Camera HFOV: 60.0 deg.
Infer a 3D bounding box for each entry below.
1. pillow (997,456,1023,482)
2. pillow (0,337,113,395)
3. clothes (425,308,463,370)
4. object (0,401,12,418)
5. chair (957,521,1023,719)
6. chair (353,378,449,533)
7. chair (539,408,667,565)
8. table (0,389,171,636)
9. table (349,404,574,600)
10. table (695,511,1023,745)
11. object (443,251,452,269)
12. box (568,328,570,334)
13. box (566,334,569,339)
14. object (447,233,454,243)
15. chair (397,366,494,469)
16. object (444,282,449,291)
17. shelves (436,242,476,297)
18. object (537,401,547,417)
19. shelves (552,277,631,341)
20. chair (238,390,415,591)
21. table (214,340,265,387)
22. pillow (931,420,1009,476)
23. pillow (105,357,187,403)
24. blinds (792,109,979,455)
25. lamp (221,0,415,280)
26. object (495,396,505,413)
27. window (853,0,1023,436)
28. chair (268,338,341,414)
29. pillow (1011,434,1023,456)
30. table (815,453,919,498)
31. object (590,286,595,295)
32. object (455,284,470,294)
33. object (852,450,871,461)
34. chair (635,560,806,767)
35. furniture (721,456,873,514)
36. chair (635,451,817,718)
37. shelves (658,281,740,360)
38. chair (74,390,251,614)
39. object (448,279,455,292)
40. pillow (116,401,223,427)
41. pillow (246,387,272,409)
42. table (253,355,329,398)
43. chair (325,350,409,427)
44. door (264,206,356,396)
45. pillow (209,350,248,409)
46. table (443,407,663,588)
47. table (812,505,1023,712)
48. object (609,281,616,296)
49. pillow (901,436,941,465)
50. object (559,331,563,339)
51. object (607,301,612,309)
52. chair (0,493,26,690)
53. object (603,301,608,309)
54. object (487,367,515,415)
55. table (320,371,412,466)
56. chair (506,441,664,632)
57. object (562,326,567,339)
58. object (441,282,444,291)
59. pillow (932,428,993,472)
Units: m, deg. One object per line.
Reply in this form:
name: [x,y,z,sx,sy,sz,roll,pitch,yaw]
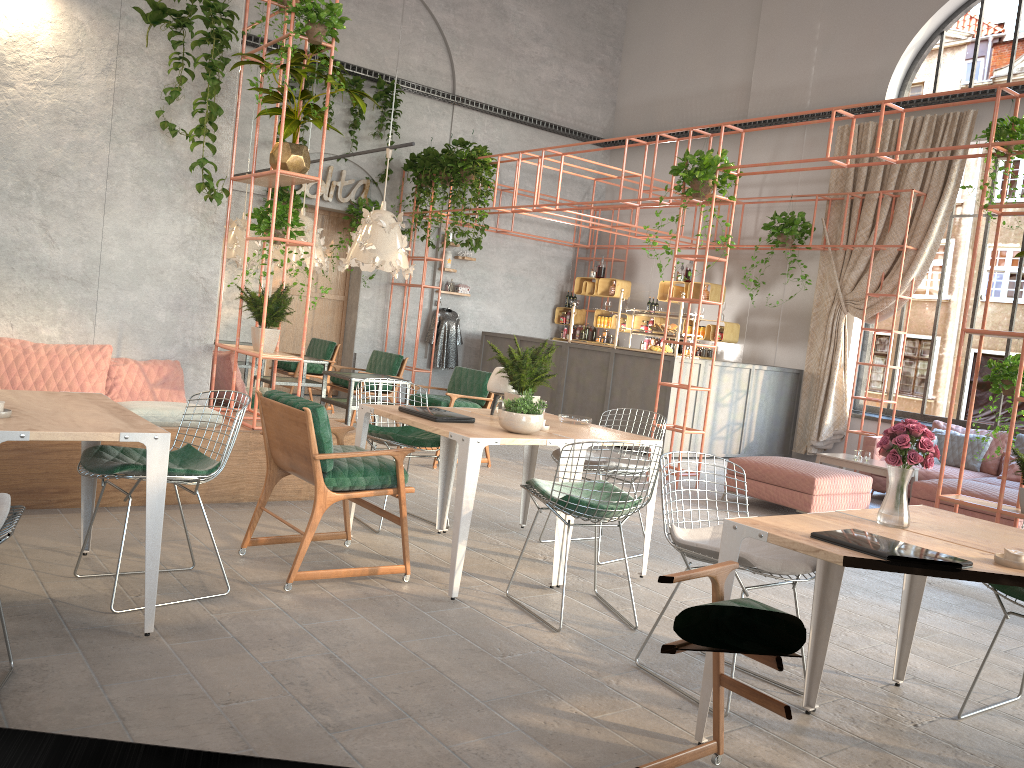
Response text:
pillow: [5.158,0.834,8.875,0.479,0.317,0.441,9,5,34]
pillow: [-3.121,-0.060,5.862,0.839,0.474,0.276,5,4,-17]
clothes: [-1.039,-0.685,13.887,0.366,0.997,0.625,9,5,33]
object: [-2.011,0.090,3.451,0.115,0.078,0.115,4,5,-32]
chair: [2.278,0.978,3.644,0.717,0.941,0.565,3,5,-41]
chair: [-0.745,0.468,5.966,0.565,0.941,0.717,4,5,-36]
chair: [0.604,0.632,5.841,0.717,0.941,0.565,3,5,-41]
table: [-2.032,0.515,3.816,0.694,0.830,1.214,4,5,-37]
table: [-0.340,0.620,5.100,0.694,0.830,1.205,4,5,-37]
table: [1.333,0.979,2.904,0.694,0.830,1.205,4,5,-37]
object: [-1.000,-1.957,13.732,0.136,0.336,0.145,5,4,-23]
box: [1.004,-0.885,14.903,0.058,0.093,0.122,5,4,-26]
box: [0.963,-0.795,14.883,0.058,0.093,0.122,4,5,-37]
object: [-0.966,-2.258,13.701,0.133,0.145,0.133,8,4,14]
chair: [-0.617,0.302,8.698,0.685,0.929,0.722,4,5,-37]
object: [-1.013,-1.516,13.784,0.063,0.151,0.063,10,5,39]
shelves: [-0.862,-1.787,13.846,0.560,0.790,0.186,4,5,-37]
object: [0.164,0.163,5.568,0.095,0.119,0.095,6,4,-13]
shelves: [1.359,-0.808,14.558,0.328,1.838,1.750,4,5,-37]
chair: [-0.973,0.532,4.738,0.685,0.917,0.722,4,5,-37]
table: [-3.463,-0.113,10.929,0.635,0.798,0.602,4,5,-37]
pillow: [4.918,0.684,9.664,0.276,0.474,0.839,4,5,-37]
pillow: [-2.628,0.016,6.272,0.666,0.385,0.289,3,5,-42]
blinds: [5.495,-0.958,9.901,0.414,4.389,4.957,4,5,-36]
lamp: [-2.074,-3.206,9.337,0.704,4.052,4.456,4,5,-37]
object: [0.011,0.122,5.715,0.210,0.154,0.165,10,5,42]
window: [6.123,-2.144,10.042,0.089,5.538,4.127,4,5,-37]
chair: [-2.707,-0.133,11.476,0.685,0.930,0.722,4,5,-37]
pillow: [5.449,0.798,8.939,0.273,0.476,0.836,4,5,-37]
table: [3.564,1.002,8.982,0.520,0.455,0.916,4,5,-37]
object: [1.349,-1.521,14.513,0.123,0.142,0.141,4,5,-37]
object: [-0.780,-1.496,13.973,0.219,0.149,0.129,4,5,-37]
object: [3.505,0.747,8.968,0.199,0.145,0.156,5,4,-23]
chair: [0.701,0.878,2.540,0.685,0.917,0.722,4,5,-37]
furniture: [2.648,0.950,8.235,0.941,0.446,0.976,4,5,-37]
chair: [0.930,0.814,3.769,0.565,0.941,0.717,4,5,-36]
shelves: [2.504,-0.569,13.036,0.328,1.838,1.750,4,5,-37]
chair: [-1.639,0.493,4.132,0.717,0.941,0.565,3,5,-41]
object: [-0.947,-1.539,13.841,0.081,0.204,0.081,4,5,-37]
pillow: [-2.351,0.207,6.004,0.637,0.149,0.491,4,5,-36]
pillow: [-2.156,0.121,7.549,0.491,0.149,0.637,4,5,-36]
table: [-2.417,0.104,9.537,0.635,0.798,0.602,4,5,-37]
chair: [-1.673,0.082,10.102,0.685,0.930,0.722,4,5,-37]
door: [-3.200,-1.243,13.215,1.360,2.729,0.551,4,5,-37]
pillow: [-2.407,-0.070,7.195,0.839,0.474,0.276,10,5,43]
table: [0.211,0.653,5.525,0.694,0.830,1.214,4,5,-37]
table: [1.884,1.012,3.329,0.694,0.830,1.214,4,5,-37]
object: [1.631,-1.529,14.246,0.137,0.261,0.137,6,4,-1]
pillow: [4.401,0.712,9.595,0.500,0.324,0.307,6,4,-2]
object: [0.850,-0.838,15.049,0.073,0.131,0.073,6,4,-12]
object: [1.560,-1.239,14.184,0.083,0.159,0.083,4,5,-28]
chair: [-1.874,0.560,2.790,0.565,0.941,0.717,5,4,-21]
object: [1.506,-1.250,14.256,0.083,0.159,0.083,4,5,-28]
object: [-0.040,0.055,5.566,0.241,0.313,0.241,7,4,8]
table: [-1.370,0.322,8.146,0.635,0.798,0.602,4,5,-37]
chair: [0.369,0.698,4.498,0.565,0.941,0.717,5,4,-21]
object: [0.897,-0.867,14.971,0.070,0.209,0.070,10,5,43]
object: [-1.077,-1.528,13.761,0.055,0.164,0.092,5,4,-19]
pillow: [4.786,0.706,9.586,0.289,0.385,0.666,4,5,-37]
